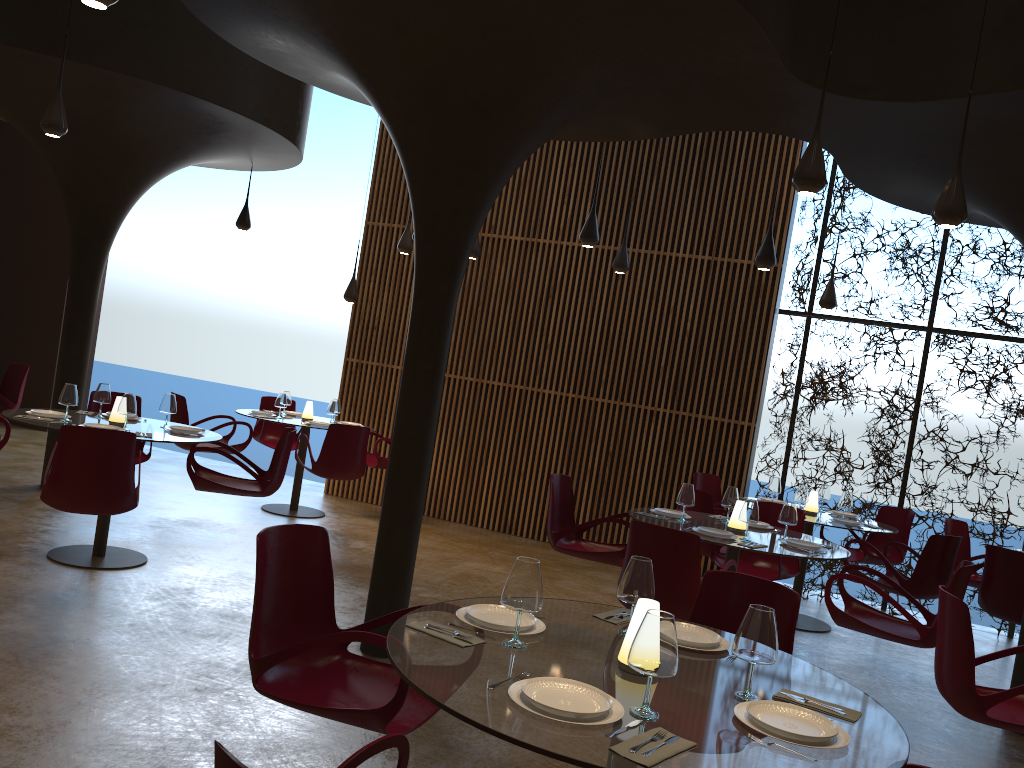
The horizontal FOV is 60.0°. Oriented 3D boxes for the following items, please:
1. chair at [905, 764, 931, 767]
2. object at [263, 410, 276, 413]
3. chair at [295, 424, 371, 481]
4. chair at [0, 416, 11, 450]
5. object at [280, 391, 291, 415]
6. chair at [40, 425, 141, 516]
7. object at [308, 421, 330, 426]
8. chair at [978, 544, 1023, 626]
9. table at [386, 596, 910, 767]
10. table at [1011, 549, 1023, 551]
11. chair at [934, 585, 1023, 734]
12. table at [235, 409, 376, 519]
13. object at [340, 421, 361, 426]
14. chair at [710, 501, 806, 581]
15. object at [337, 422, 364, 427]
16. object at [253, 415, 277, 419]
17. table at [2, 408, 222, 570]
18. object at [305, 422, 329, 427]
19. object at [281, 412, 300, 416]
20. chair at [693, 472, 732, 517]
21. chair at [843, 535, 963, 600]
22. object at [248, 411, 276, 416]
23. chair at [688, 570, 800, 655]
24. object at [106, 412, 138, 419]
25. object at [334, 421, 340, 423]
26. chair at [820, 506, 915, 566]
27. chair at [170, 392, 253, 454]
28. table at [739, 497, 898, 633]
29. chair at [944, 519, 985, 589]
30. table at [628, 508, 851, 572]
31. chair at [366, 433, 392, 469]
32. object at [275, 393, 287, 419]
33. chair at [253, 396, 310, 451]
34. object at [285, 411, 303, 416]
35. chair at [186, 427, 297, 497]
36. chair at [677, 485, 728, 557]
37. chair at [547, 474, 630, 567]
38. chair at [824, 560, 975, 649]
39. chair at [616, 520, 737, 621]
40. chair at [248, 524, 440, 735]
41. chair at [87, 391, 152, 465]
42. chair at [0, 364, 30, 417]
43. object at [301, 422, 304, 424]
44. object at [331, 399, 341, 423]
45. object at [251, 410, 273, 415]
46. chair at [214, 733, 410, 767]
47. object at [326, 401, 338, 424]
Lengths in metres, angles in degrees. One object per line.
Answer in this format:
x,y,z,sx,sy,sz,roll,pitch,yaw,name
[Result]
1.376,1.283,2.295,0.871,0.636,0.626,10,1,29,chair
-3.035,0.346,11.091,0.126,0.017,0.261,9,0,-24,object
-1.929,0.711,9.671,0.626,0.636,0.870,8,1,-31,chair
-4.442,0.331,6.918,0.874,0.636,0.623,9,1,-23,chair
-2.805,0.237,10.973,0.141,0.295,0.142,10,2,20,object
-2.924,0.576,6.226,0.626,0.636,0.871,9,1,-23,chair
-2.238,0.461,10.293,0.262,0.029,0.263,9,0,38,object
4.406,1.729,7.546,0.874,0.636,0.623,8,1,-31,chair
0.330,1.507,2.967,1.668,1.131,1.675,10,1,39,table
5.417,2.280,8.154,1.675,1.131,1.668,9,1,-29,table
2.648,1.470,4.624,0.871,0.636,0.625,9,1,14,chair
-2.572,0.997,10.766,1.674,1.131,1.668,9,1,-25,table
-1.988,0.496,10.929,0.263,0.029,0.263,9,0,22,object
2.191,1.377,7.745,0.623,0.636,0.874,10,1,34,chair
-1.989,0.506,10.929,0.332,0.014,0.331,9,0,-7,object
-2.846,0.382,10.204,0.262,0.017,0.126,9,0,-26,object
-3.361,0.894,7.372,1.674,1.131,1.669,9,1,-17,table
-2.239,0.470,10.294,0.331,0.014,0.332,9,1,44,object
-2.754,0.383,11.199,0.331,0.014,0.332,9,0,11,object
2.433,1.400,10.094,0.626,0.636,0.870,8,1,-36,chair
3.567,1.593,8.044,0.626,0.636,0.870,8,1,-31,chair
-2.957,0.355,10.483,0.331,0.014,0.332,9,0,16,object
0.876,1.194,3.852,0.623,0.636,0.874,10,1,34,chair
-3.461,0.282,7.864,0.263,0.029,0.263,9,0,-8,object
-2.123,0.490,11.200,0.262,0.017,0.126,9,0,-30,object
3.905,1.636,9.650,0.874,0.636,0.623,9,1,-26,chair
-3.481,0.462,10.132,0.874,0.636,0.623,8,1,-36,chair
2.981,1.888,9.128,1.675,1.131,1.668,9,1,-29,table
4.869,1.793,9.119,0.626,0.636,0.870,8,1,-36,chair
1.645,1.691,6.860,1.668,1.131,1.675,10,1,39,table
-1.450,0.776,11.290,0.874,0.636,0.623,8,1,-31,chair
-2.716,0.255,10.412,0.141,0.295,0.142,10,2,41,object
-3.035,0.523,11.623,0.626,0.636,0.871,8,1,-26,chair
-2.752,0.373,11.198,0.263,0.029,0.262,9,0,-34,object
-2.374,0.653,7.771,0.873,0.636,0.624,9,1,-18,chair
1.970,1.337,8.520,0.874,0.636,0.623,8,1,-31,chair
0.693,1.142,7.384,0.871,0.636,0.625,9,1,24,chair
2.691,1.466,6.189,0.871,0.636,0.626,10,1,29,chair
1.068,1.211,5.791,0.624,0.636,0.874,10,1,29,chair
-0.622,0.959,3.491,0.871,0.636,0.625,9,1,24,chair
-3.771,0.427,8.414,0.626,0.636,0.870,8,1,-28,chair
-6.062,0.053,10.174,0.623,0.636,0.874,10,1,37,chair
-2.244,0.471,10.291,0.411,0.012,0.204,9,0,-25,object
-2.193,0.334,10.975,0.141,0.295,0.142,10,2,37,object
-2.956,0.345,10.483,0.263,0.029,0.263,9,0,13,object
-0.247,1.028,1.898,0.624,0.636,0.874,10,1,29,chair
-2.131,0.347,10.505,0.141,0.295,0.142,10,2,24,object
